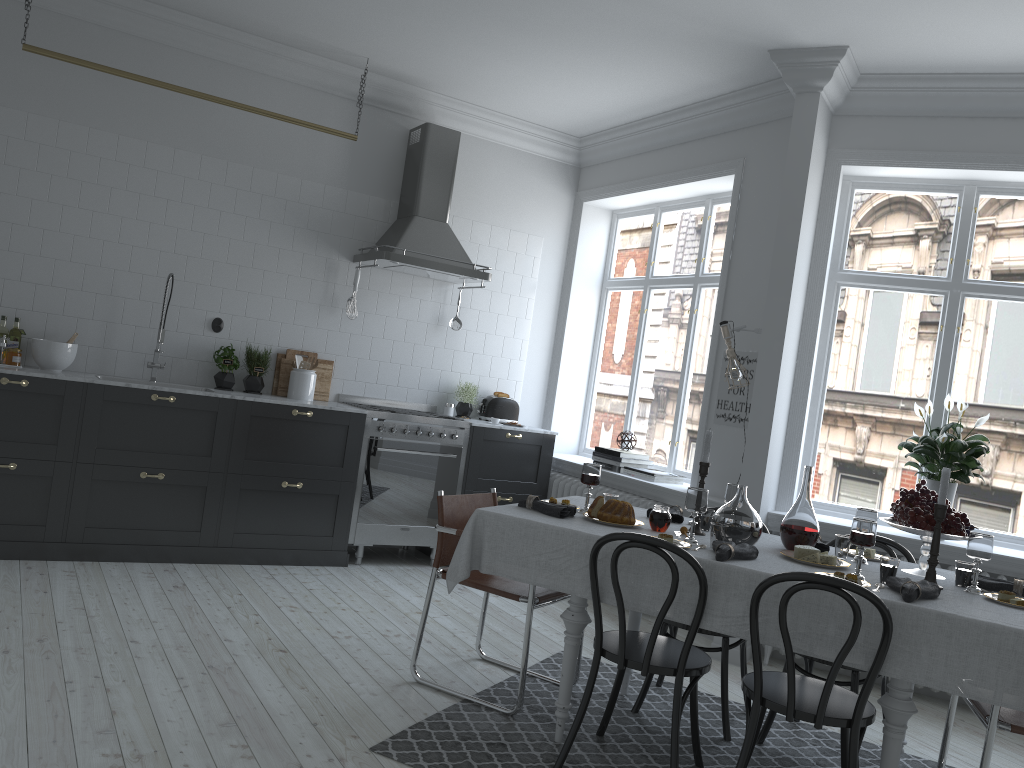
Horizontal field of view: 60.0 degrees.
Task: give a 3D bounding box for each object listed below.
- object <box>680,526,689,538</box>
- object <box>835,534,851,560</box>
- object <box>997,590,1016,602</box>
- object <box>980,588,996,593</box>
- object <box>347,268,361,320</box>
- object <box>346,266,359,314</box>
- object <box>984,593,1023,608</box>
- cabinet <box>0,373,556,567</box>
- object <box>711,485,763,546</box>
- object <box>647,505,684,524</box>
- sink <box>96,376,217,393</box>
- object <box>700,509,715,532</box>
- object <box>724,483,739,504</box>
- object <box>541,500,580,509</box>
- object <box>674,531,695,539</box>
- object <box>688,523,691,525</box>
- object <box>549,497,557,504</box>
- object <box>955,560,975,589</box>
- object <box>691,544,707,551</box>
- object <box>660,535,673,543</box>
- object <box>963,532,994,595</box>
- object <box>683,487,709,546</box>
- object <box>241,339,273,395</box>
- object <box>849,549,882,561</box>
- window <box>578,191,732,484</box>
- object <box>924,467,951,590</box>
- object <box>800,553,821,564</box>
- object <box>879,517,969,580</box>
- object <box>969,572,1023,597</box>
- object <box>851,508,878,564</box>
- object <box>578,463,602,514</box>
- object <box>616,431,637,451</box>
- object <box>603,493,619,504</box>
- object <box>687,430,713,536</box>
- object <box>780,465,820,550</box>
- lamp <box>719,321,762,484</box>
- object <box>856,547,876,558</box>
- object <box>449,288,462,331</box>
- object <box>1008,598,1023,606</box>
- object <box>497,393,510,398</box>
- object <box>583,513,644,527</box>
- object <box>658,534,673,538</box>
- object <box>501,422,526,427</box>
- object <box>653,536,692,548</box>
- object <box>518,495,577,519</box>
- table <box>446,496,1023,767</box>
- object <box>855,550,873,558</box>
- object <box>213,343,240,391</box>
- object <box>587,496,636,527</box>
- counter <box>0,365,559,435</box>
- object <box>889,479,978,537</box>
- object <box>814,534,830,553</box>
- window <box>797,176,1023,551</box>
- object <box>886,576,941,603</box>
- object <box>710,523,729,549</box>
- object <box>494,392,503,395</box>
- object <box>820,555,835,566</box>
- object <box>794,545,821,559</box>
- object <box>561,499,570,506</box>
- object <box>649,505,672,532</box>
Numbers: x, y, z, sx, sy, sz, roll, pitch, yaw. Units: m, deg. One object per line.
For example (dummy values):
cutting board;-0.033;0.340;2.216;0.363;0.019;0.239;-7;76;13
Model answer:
object;0.692;0.593;3.535;0.031;0.031;0.167;8;0;5
object;1.323;0.655;3.552;0.066;0.094;0.066;8;0;-19
object;1.733;0.743;3.107;0.057;0.037;0.021;8;0;-9
object;1.766;0.761;3.228;0.131;0.012;0.031;8;0;23
object;-1.103;-0.640;6.239;0.076;0.381;0.074;8;0;41
object;-1.117;-0.666;6.266;0.066;0.332;0.024;8;0;-25
object;1.739;0.757;3.076;0.182;0.013;0.182;8;0;-20
cabinet;-1.551;0.621;5.853;3.897;1.012;0.646;8;0;-30
object;0.882;0.517;3.458;0.194;0.245;0.194;8;0;43
object;0.697;0.582;4.035;0.165;0.061;0.247;8;0;10
sink;-2.184;0.101;5.412;0.669;0.203;0.384;8;0;-30
object;0.829;0.583;3.797;0.066;0.094;0.066;8;0;-41
object;0.957;0.542;3.836;0.083;0.215;0.083;8;0;-25
object;0.205;0.535;3.888;0.182;0.013;0.182;8;0;-30
object;0.691;0.607;3.555;0.075;0.009;0.150;8;0;5
object;0.805;0.621;3.980;0.031;0.012;0.131;8;0;13
object;0.179;0.516;3.882;0.038;0.041;0.057;8;0;4
object;1.668;0.705;3.278;0.066;0.094;0.066;8;0;-41
object;0.694;0.607;3.286;0.031;0.012;0.131;8;0;28
object;0.570;0.576;3.268;0.057;0.037;0.021;8;0;-39
object;1.679;0.648;3.197;0.083;0.215;0.083;8;0;-25
object;0.696;0.506;3.387;0.083;0.215;0.083;8;0;-25
object;-1.705;-0.118;5.920;0.186;0.367;0.196;8;0;15
object;1.474;0.717;3.702;0.182;0.013;0.182;8;0;-30
window;1.137;-0.355;6.575;0.061;2.080;1.716;8;0;-30
object;1.533;0.515;3.190;0.089;0.432;0.089;8;0;-7
object;1.107;0.640;3.295;0.078;0.040;0.039;8;0;35
object;1.610;0.649;3.446;0.367;0.188;0.367;8;0;11
object;1.818;0.745;3.332;0.247;0.061;0.165;8;0;10
object;1.402;0.607;3.537;0.083;0.215;0.083;8;0;-35
object;0.333;0.453;3.825;0.083;0.215;0.083;8;0;-25
object;0.828;0.410;6.399;0.147;0.148;0.147;8;0;-39
object;0.421;0.524;3.828;0.066;0.094;0.066;8;0;-41
object;0.789;0.407;3.681;0.089;0.432;0.089;8;0;-7
object;1.174;0.505;3.579;0.152;0.352;0.152;8;0;21
lamp;1.285;0.130;5.118;0.312;0.977;0.131;8;0;35
object;1.482;0.706;3.725;0.077;0.039;0.040;8;0;30
object;-0.406;-0.565;6.668;0.101;0.331;0.030;8;0;-19
object;1.747;0.754;3.067;0.057;0.021;0.037;8;0;-30
object;-0.070;0.124;6.825;0.107;0.110;0.010;8;0;-25
object;0.417;0.564;3.654;0.251;0.018;0.251;8;0;-30
object;0.571;0.576;3.301;0.057;0.037;0.021;8;0;-12
object;0.001;0.305;6.619;0.209;0.011;0.209;8;0;8
object;0.573;0.589;3.281;0.182;0.013;0.182;8;0;-15
object;0.137;0.503;3.642;0.247;0.061;0.165;8;0;10
table;0.912;1.064;3.496;2.179;0.842;1.210;8;0;27
object;1.461;0.702;3.687;0.078;0.040;0.039;8;0;35
object;-1.884;-0.115;5.835;0.172;0.311;0.179;8;0;-19
object;0.418;0.523;3.644;0.191;0.105;0.164;8;0;-11
counter;-1.484;0.109;5.861;3.902;0.020;0.624;8;0;-30
object;1.638;0.486;3.435;0.318;0.215;0.347;8;0;22
object;1.241;0.661;3.761;0.165;0.061;0.247;8;0;10
window;2.811;-0.110;4.971;2.079;2.080;0.061;8;0;23
object;1.349;0.679;2.924;0.165;0.061;0.247;8;0;10
object;0.779;0.577;3.356;0.066;0.094;0.066;8;0;-41
object;-0.102;0.115;6.895;0.107;0.110;0.010;8;0;-25
object;1.165;0.660;3.311;0.077;0.040;0.040;8;0;-11
object;1.117;0.646;3.378;0.100;0.056;0.056;8;0;-13
object;0.235;0.526;3.888;0.036;0.039;0.051;8;0;10
object;0.602;0.547;3.603;0.091;0.101;0.091;8;0;15
